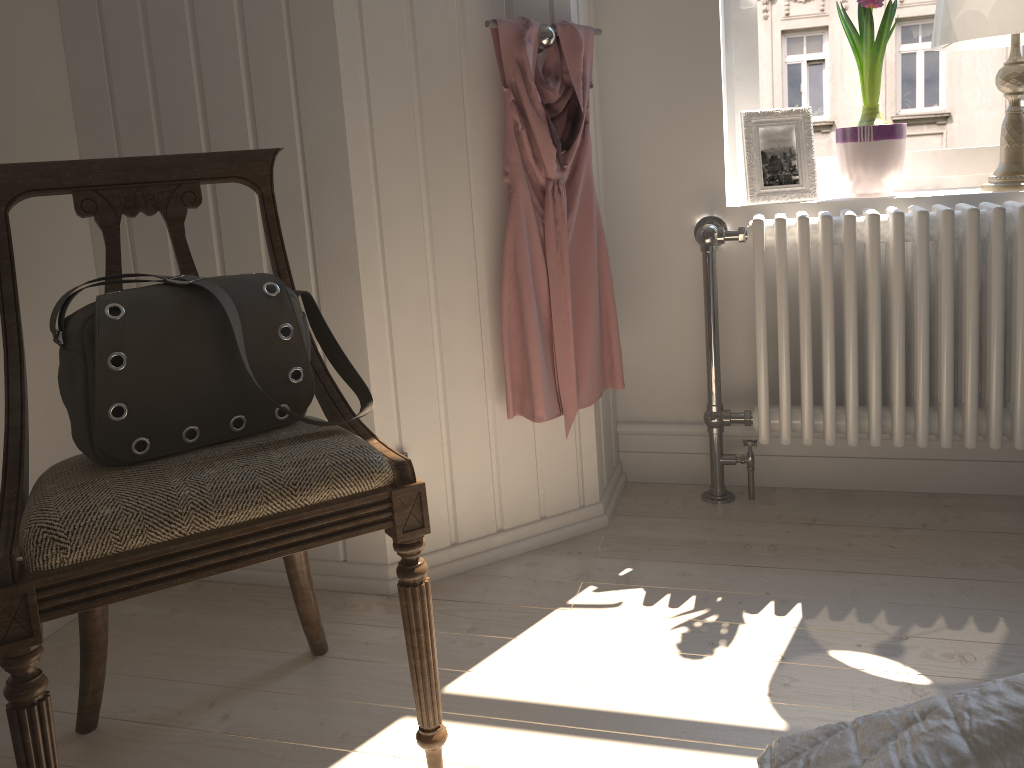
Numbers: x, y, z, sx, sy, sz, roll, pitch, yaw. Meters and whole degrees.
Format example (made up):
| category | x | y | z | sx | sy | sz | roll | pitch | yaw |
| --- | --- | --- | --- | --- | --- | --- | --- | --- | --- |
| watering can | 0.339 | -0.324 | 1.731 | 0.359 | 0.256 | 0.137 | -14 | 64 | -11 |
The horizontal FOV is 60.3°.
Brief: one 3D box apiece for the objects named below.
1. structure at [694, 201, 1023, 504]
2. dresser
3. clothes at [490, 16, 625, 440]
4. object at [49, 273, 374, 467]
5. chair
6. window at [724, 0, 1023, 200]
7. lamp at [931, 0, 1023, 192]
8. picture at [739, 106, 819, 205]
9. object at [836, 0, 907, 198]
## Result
| category | x | y | z | sx | sy | sz | roll | pitch | yaw |
| --- | --- | --- | --- | --- | --- | --- | --- | --- | --- |
| structure | 0.951 | -0.054 | 1.956 | 1.067 | 0.672 | 0.169 | 0 | 10 | 17 |
| dresser | -0.351 | -0.916 | 1.910 | 1.024 | 2.544 | 0.713 | -1 | 10 | 17 |
| clothes | 0.096 | -0.318 | 1.857 | 0.333 | 0.863 | 0.093 | -13 | 13 | -43 |
| object | -0.416 | -0.044 | 1.240 | 0.403 | 0.244 | 0.215 | -11 | 13 | -28 |
| chair | -0.464 | 0.109 | 1.283 | 0.524 | 0.877 | 0.543 | -10 | 12 | -28 |
| window | 0.973 | -1.351 | 2.074 | 0.948 | 1.756 | 0.112 | -1 | 9 | 17 |
| lamp | 1.120 | -0.759 | 1.963 | 0.339 | 0.642 | 0.346 | 1 | 11 | 28 |
| picture | 0.642 | -0.547 | 2.117 | 0.176 | 0.222 | 0.050 | -5 | 9 | -3 |
| object | 0.841 | -0.730 | 2.073 | 0.156 | 0.569 | 0.159 | -4 | 9 | 2 |
